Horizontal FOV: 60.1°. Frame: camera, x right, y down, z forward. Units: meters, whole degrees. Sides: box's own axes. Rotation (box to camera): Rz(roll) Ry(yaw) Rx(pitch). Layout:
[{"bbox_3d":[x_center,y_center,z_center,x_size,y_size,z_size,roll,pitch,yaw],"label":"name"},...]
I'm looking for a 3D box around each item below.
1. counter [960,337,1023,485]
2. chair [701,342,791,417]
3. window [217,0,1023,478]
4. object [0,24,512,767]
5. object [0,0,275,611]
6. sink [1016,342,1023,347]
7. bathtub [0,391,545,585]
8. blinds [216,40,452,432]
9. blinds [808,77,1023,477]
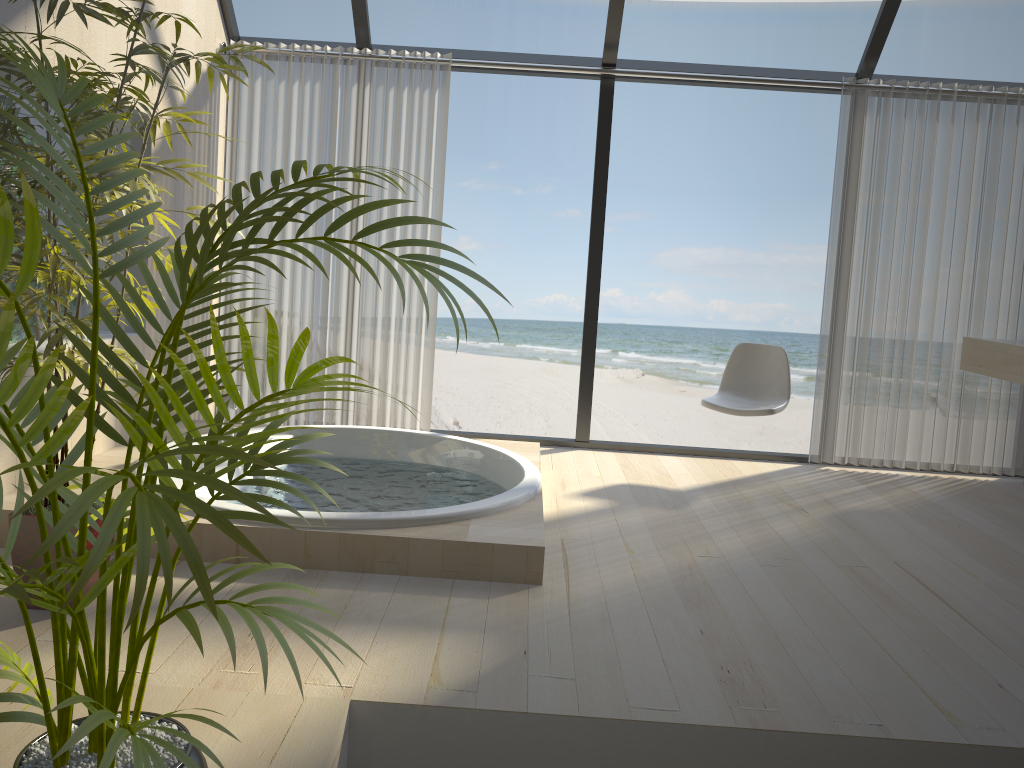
[{"bbox_3d":[2.629,0.238,4.117,0.550,0.787,1.212,4,7,1],"label":"counter"},{"bbox_3d":[1.198,-0.022,4.470,0.370,0.346,0.455,7,7,29],"label":"chair"},{"bbox_3d":[0.678,-0.981,4.569,4.560,2.801,0.748,4,5,1],"label":"window"},{"bbox_3d":[-0.533,0.121,1.323,1.064,1.339,0.878,3,5,-11],"label":"object"},{"bbox_3d":[-1.249,-0.270,2.398,0.789,1.748,0.938,6,6,26],"label":"object"},{"bbox_3d":[2.607,-0.171,4.053,0.504,0.417,0.577,4,7,4],"label":"sink"},{"bbox_3d":[-0.791,0.414,3.629,1.821,0.695,1.657,4,7,1],"label":"bathtub"},{"bbox_3d":[-0.972,-0.775,4.814,1.183,2.061,0.084,4,4,1],"label":"blinds"},{"bbox_3d":[2.275,-0.562,4.760,1.183,2.061,0.084,4,4,1],"label":"blinds"}]
